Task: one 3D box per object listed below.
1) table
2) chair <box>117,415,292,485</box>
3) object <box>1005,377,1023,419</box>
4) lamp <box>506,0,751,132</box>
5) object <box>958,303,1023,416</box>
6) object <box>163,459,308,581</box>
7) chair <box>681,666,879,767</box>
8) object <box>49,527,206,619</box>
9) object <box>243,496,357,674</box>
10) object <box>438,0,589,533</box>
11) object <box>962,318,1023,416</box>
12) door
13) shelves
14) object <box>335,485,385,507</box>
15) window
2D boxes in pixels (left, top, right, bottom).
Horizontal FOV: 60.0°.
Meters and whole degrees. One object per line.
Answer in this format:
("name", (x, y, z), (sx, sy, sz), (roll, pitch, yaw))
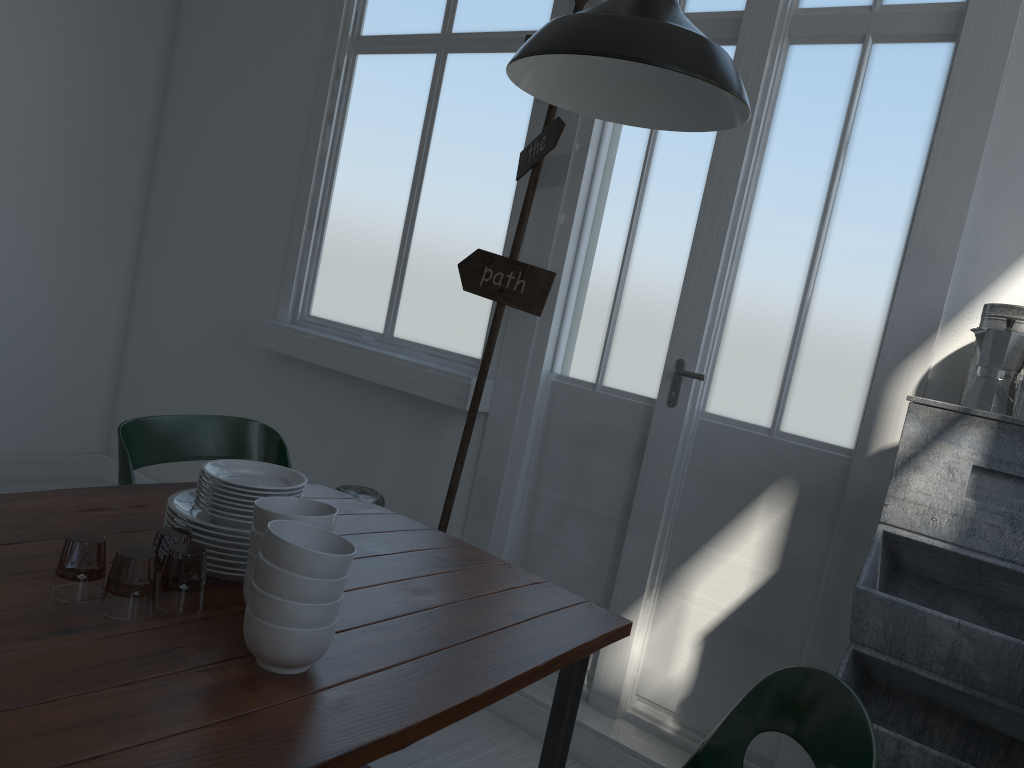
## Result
("table", (-0.689, 0.808, 1.667), (1.168, 0.931, 1.696), (15, 6, 34))
("chair", (-0.909, 0.647, 2.728), (0.729, 1.008, 0.651), (15, 6, 27))
("object", (1.295, 0.044, 2.183), (0.108, 0.096, 0.129), (9, 6, -24))
("lamp", (0.454, -1.488, 2.263), (0.650, 1.502, 0.648), (11, 6, -8))
("object", (1.369, -0.060, 2.427), (0.205, 0.290, 0.205), (16, 7, 38))
("object", (-0.528, 0.268, 1.761), (0.300, 0.195, 0.305), (10, 5, -17))
("chair", (0.221, 0.986, 1.533), (0.729, 1.008, 0.651), (13, 6, 17))
("object", (-0.633, 0.317, 1.507), (0.171, 0.098, 0.241), (16, 7, 40))
("object", (-0.359, 0.319, 1.455), (0.150, 0.217, 0.308), (10, 6, -20))
("object", (0.020, -0.488, 3.426), (0.362, 3.427, 0.412), (10, 6, -21))
("object", (1.269, -0.043, 2.277), (0.205, 0.250, 0.130), (15, 6, 28))
("door", (0.642, -0.348, 3.109), (1.606, 3.486, 0.254), (16, 7, 36))
("shelves", (1.142, 0.834, 2.242), (0.512, 1.518, 0.679), (16, 7, 36))
("object", (-0.666, 0.765, 3.494), (0.450, 0.726, 0.450), (13, 6, 17))
("window", (-0.440, -1.212, 3.973), (1.478, 2.402, 0.254), (16, 7, 36))
